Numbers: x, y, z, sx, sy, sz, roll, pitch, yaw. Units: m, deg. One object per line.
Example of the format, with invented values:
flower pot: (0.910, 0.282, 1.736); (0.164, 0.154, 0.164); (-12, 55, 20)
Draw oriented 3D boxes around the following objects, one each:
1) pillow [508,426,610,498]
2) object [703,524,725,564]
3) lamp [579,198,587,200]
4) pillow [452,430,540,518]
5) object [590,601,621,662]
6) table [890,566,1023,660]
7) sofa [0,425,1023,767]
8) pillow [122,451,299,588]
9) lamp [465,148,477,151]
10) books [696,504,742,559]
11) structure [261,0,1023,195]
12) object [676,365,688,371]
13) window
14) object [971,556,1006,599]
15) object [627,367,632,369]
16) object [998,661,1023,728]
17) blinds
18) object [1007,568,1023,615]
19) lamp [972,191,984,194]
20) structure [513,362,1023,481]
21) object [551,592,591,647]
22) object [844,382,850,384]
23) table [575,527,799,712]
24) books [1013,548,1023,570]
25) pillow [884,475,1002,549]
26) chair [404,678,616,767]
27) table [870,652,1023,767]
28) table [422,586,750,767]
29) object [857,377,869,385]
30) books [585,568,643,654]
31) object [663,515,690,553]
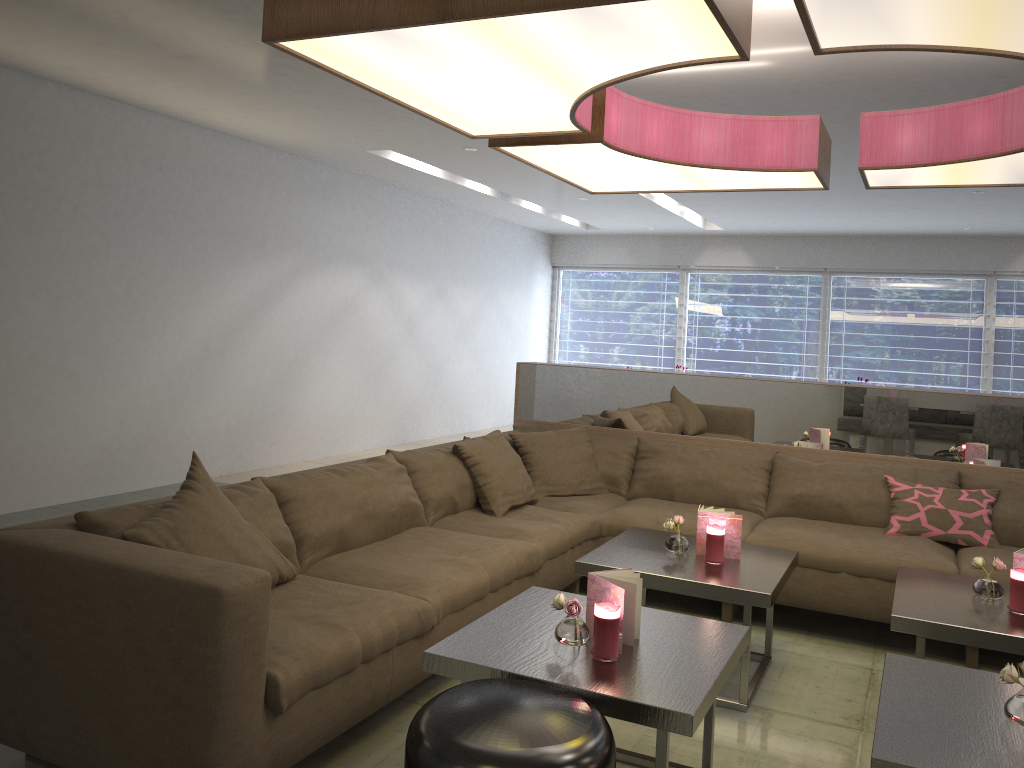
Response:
pillow: (0.236, 0.399, 4.424); (0.502, 0.357, 0.298); (2, 1, -33)
object: (0.719, 0.566, 3.130); (0.075, 0.128, 0.075); (3, 0, -2)
lamp: (0.693, -1.802, 8.603); (0.089, 0.007, 0.089); (2, 4, -20)
pillow: (-0.070, 0.405, 4.031); (0.312, 0.339, 0.494); (3, 2, 19)
object: (0.230, 0.601, 2.157); (0.075, 0.128, 0.075); (3, 0, -12)
table: (1.549, 0.903, 2.774); (0.659, 0.412, 0.657); (4, 3, 25)
sofa: (1.001, 0.740, 2.828); (3.772, 0.675, 3.178); (5, 4, 25)
pillow: (-0.832, 0.407, 2.469); (0.279, 0.404, 0.532); (3, 2, 14)
lamp: (-0.302, -1.722, 6.489); (0.089, 0.007, 0.089); (2, 4, -20)
books: (0.745, 0.549, 3.240); (0.143, 0.164, 0.258); (3, 2, -11)
structure: (0.989, -1.132, 2.841); (2.446, 0.618, 2.445); (5, 4, 25)
object: (1.789, -0.064, 9.368); (0.104, 0.276, 0.154); (3, 0, 23)
window: (3.757, -0.355, 10.663); (7.114, 2.074, 0.158); (5, 0, 25)
object: (1.549, 0.625, 2.878); (0.091, 0.132, 0.102); (3, 1, -10)
object: (1.087, -0.017, 8.022); (0.104, 0.276, 0.154); (3, 0, 23)
object: (1.108, 0.664, 1.898); (0.106, 0.129, 0.095); (3, 1, -15)
blinds: (3.704, -0.379, 10.572); (7.108, 2.045, 0.045); (5, 0, 25)
object: (1.567, 0.637, 2.718); (0.075, 0.128, 0.075); (3, 0, -2)
lamp: (3.771, -1.549, 7.149); (0.089, 0.007, 0.089); (2, 4, -20)
structure: (1.750, 0.515, 4.379); (3.779, 1.009, 0.223); (5, 0, 25)
object: (0.178, 0.598, 2.207); (0.095, 0.125, 0.194); (3, 2, -33)
object: (2.765, 0.121, 7.229); (0.104, 0.276, 0.154); (3, 0, 23)
table: (0.644, 0.828, 3.202); (0.659, 0.412, 0.657); (4, 3, 25)
books: (1.699, 0.626, 2.809); (0.143, 0.164, 0.158); (2, 2, -45)
pillow: (1.843, 0.552, 3.793); (0.464, 0.252, 0.180); (4, 1, 21)
chair: (-0.009, 0.864, 1.779); (0.423, 0.451, 0.422); (3, 1, 21)
table: (1.116, 0.937, 1.854); (0.659, 0.412, 0.657); (4, 3, 25)
table: (0.211, 0.863, 2.282); (0.659, 0.412, 0.657); (4, 3, 25)
object: (3.411, 0.069, 8.602); (0.104, 0.276, 0.154); (3, 0, 23)
books: (0.296, 0.585, 2.287); (0.143, 0.164, 0.158); (2, 1, -30)
object: (0.608, 0.552, 3.269); (0.101, 0.129, 0.095); (3, 1, 8)
